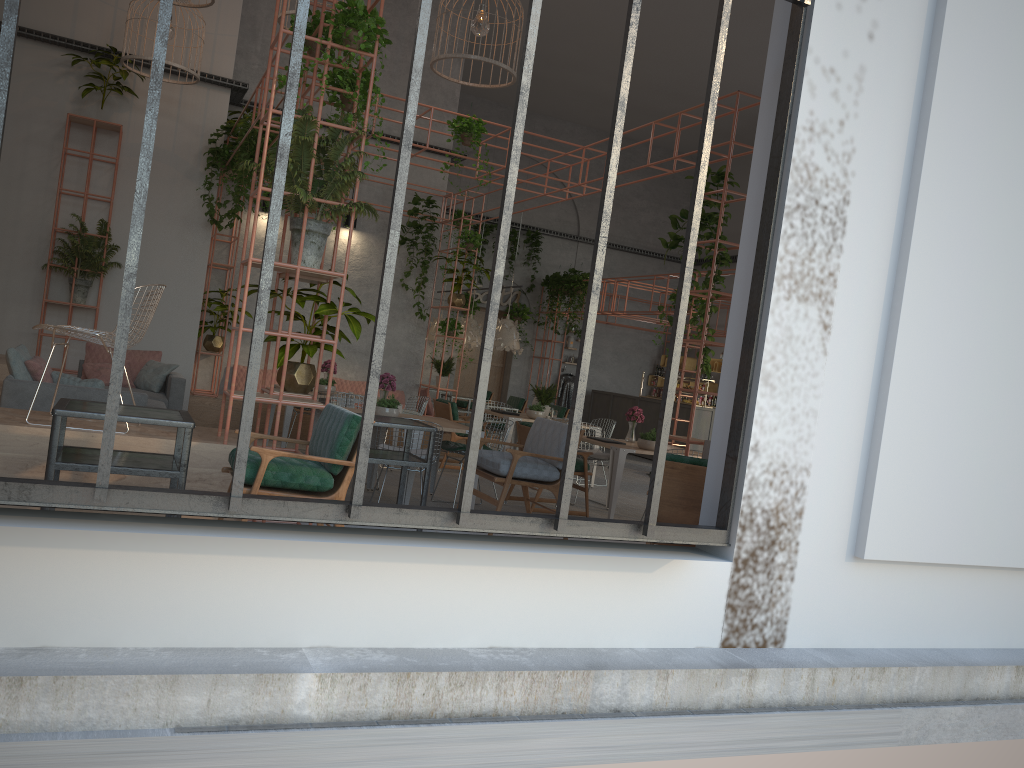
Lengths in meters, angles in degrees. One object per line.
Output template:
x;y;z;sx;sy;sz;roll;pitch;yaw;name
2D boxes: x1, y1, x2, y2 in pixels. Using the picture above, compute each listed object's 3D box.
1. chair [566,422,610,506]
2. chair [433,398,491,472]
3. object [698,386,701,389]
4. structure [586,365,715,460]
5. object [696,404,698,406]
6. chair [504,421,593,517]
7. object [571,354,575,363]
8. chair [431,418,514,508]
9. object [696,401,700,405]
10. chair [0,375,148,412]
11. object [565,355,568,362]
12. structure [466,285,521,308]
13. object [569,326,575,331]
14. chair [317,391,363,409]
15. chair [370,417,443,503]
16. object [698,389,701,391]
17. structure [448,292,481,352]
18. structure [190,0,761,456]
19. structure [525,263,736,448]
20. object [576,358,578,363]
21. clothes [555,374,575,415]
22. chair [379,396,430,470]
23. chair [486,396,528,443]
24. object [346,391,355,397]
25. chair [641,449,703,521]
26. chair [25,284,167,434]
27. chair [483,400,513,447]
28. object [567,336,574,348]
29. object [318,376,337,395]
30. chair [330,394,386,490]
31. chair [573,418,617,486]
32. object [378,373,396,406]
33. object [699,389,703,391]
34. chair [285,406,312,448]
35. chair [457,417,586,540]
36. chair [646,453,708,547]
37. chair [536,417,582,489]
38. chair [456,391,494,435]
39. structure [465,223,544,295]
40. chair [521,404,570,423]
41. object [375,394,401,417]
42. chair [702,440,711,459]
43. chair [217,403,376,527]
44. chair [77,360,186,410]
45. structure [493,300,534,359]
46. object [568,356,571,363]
0.908;0.951;10.552;0.565;0.941;0.717;8;1;-23;chair
-0.715;0.700;11.945;0.685;0.917;0.722;8;1;-24;chair
3.668;0.071;17.558;0.142;0.087;0.094;8;1;-16;object
3.814;0.653;19.418;2.579;2.022;4.057;8;1;-24;structure
3.608;0.370;17.727;0.232;0.110;0.090;8;1;-4;object
0.407;0.906;9.405;0.685;0.917;0.722;8;1;-24;chair
1.441;-0.597;20.935;0.081;0.204;0.081;8;1;-23;object
-0.410;0.793;9.009;0.717;0.941;0.565;8;1;-28;chair
3.653;0.355;17.649;0.240;0.104;0.073;7;1;-43;object
-3.631;0.256;7.397;1.056;0.586;1.127;8;1;-24;chair
1.297;-0.597;20.886;0.055;0.164;0.092;8;1;-5;object
-0.408;-2.039;20.116;1.312;0.505;0.063;8;1;-24;structure
1.424;-1.325;20.858;0.133;0.145;0.133;9;1;28;object
-2.029;0.541;10.255;0.565;0.941;0.717;8;1;-8;chair
-0.942;0.740;7.754;0.565;0.941;0.717;8;1;-8;chair
3.702;0.116;17.629;0.132;0.051;0.099;8;1;-26;object
-1.161;-1.524;19.889;0.921;1.527;0.950;8;1;10;structure
-2.495;-1.503;13.101;4.501;4.345;14.096;8;1;-25;structure
4.905;0.080;14.703;4.157;4.247;14.689;8;1;-24;structure
1.631;-0.539;21.023;0.219;0.149;0.129;8;1;-24;object
1.324;0.255;20.936;0.625;0.997;0.366;7;1;-44;clothes
-1.497;0.593;11.511;0.717;0.941;0.565;8;1;-28;chair
-0.176;0.684;17.346;0.685;0.930;0.722;8;1;-24;chair
-1.993;0.124;10.965;0.115;0.078;0.115;8;1;-18;object
1.653;1.088;8.856;0.565;0.941;0.717;8;1;-8;chair
-2.593;-0.206;5.512;0.717;0.941;0.565;8;1;-15;chair
-0.215;0.746;13.091;0.565;0.941;0.717;8;1;-23;chair
1.385;-1.025;20.873;0.136;0.336;0.145;8;1;-10;object
-2.240;0.006;10.676;0.248;0.247;0.254;8;1;-24;object
-1.687;0.604;9.449;0.565;0.941;0.717;8;1;-23;chair
1.063;0.935;12.651;0.717;0.941;0.565;8;1;-28;chair
-1.273;0.091;8.888;0.213;0.414;0.225;7;1;-31;object
3.729;0.109;17.609;0.152;0.058;0.095;7;1;-33;object
-2.775;0.404;11.951;0.565;0.941;0.717;8;1;-23;chair
0.048;0.711;6.664;0.685;0.929;0.722;8;1;-24;chair
1.171;0.901;5.322;0.722;0.917;0.685;8;1;16;chair
0.531;0.882;11.396;0.565;0.941;0.717;8;1;-8;chair
-0.865;0.558;18.932;0.685;0.930;0.722;8;1;-24;chair
-0.244;-2.860;20.006;1.939;1.514;0.856;7;1;-30;structure
0.528;0.814;15.727;0.685;0.929;0.722;8;1;-24;chair
-1.153;0.205;8.176;0.247;0.247;0.252;8;1;-24;object
1.792;0.957;7.126;0.722;0.914;0.685;8;1;16;chair
-1.210;0.567;4.832;0.685;0.929;0.722;8;1;-24;chair
-4.332;0.153;10.012;1.127;0.672;1.052;8;1;-24;chair
0.017;-1.347;20.462;0.950;1.527;0.921;8;1;-25;structure
1.363;-0.581;20.894;0.063;0.151;0.063;7;1;-38;object
